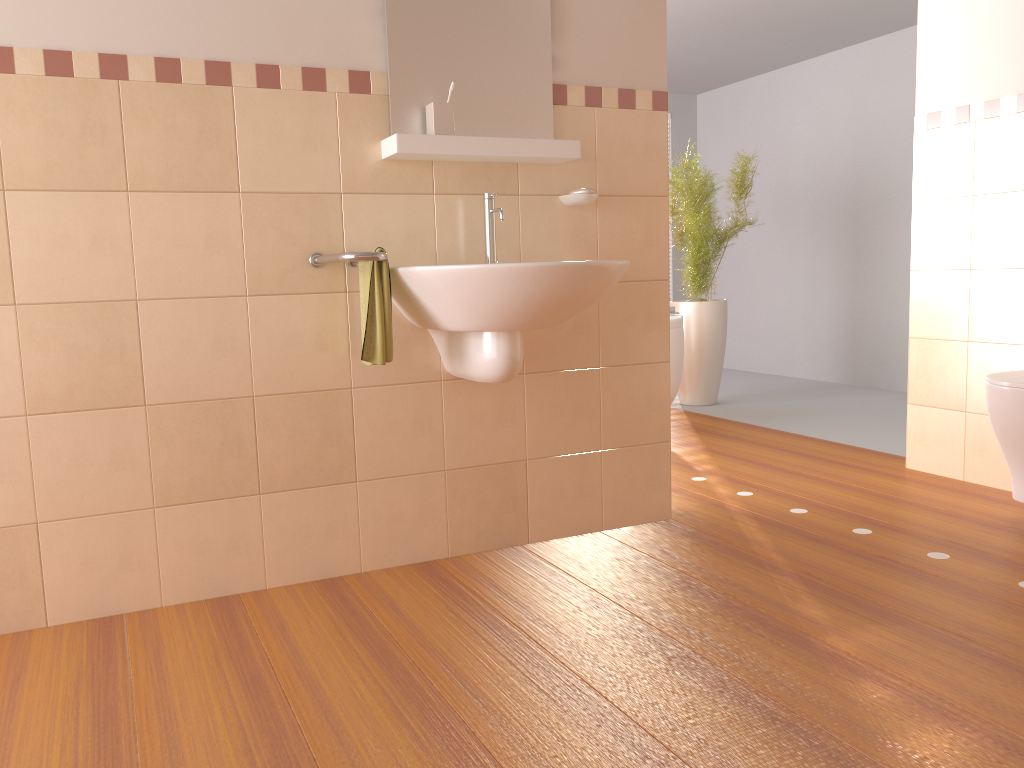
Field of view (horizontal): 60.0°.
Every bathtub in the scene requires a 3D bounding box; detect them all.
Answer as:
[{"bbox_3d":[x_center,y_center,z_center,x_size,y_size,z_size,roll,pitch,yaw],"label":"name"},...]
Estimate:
[{"bbox_3d":[0.044,-0.161,4.406,1.874,0.900,0.888,-5,8,-25],"label":"bathtub"}]

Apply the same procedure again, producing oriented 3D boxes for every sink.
[{"bbox_3d":[0.014,-0.261,2.368,0.683,0.516,0.539,-5,8,-25],"label":"sink"}]

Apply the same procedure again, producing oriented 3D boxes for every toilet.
[{"bbox_3d":[1.710,0.172,2.722,0.534,0.400,0.375,-5,8,-25],"label":"toilet"}]

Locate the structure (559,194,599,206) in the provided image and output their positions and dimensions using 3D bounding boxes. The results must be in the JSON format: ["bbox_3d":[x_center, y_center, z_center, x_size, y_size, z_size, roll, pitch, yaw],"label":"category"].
[{"bbox_3d":[0.210,-0.554,2.673,0.117,0.029,0.092,-5,8,-25],"label":"structure"}]

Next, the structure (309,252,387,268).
[{"bbox_3d":[-0.413,-0.322,2.272,0.142,0.042,0.333,-5,8,-25],"label":"structure"}]

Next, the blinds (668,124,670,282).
[{"bbox_3d":[-0.813,-0.982,6.498,4.712,2.022,0.032,-5,8,-25],"label":"blinds"}]

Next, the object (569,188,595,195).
[{"bbox_3d":[0.210,-0.576,2.671,0.075,0.023,0.050,2,8,30],"label":"object"}]

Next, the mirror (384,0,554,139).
[{"bbox_3d":[-0.117,-1.095,2.494,0.502,0.799,0.008,-5,8,-25],"label":"mirror"}]

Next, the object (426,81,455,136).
[{"bbox_3d":[-0.195,-0.748,2.430,0.063,0.149,0.073,-5,8,-25],"label":"object"}]

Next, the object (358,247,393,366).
[{"bbox_3d":[-0.355,-0.199,2.308,0.085,0.306,0.181,-3,7,-9],"label":"object"}]

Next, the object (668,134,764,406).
[{"bbox_3d":[1.235,-0.653,5.407,0.683,1.557,1.335,-1,7,8],"label":"object"}]

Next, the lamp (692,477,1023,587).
[{"bbox_3d":[-0.324,0.585,2.156,3.173,0.001,2.893,-5,8,-25],"label":"lamp"}]

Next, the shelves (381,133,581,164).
[{"bbox_3d":[-0.081,-0.660,2.500,0.554,0.050,0.138,-5,8,-25],"label":"shelves"}]
